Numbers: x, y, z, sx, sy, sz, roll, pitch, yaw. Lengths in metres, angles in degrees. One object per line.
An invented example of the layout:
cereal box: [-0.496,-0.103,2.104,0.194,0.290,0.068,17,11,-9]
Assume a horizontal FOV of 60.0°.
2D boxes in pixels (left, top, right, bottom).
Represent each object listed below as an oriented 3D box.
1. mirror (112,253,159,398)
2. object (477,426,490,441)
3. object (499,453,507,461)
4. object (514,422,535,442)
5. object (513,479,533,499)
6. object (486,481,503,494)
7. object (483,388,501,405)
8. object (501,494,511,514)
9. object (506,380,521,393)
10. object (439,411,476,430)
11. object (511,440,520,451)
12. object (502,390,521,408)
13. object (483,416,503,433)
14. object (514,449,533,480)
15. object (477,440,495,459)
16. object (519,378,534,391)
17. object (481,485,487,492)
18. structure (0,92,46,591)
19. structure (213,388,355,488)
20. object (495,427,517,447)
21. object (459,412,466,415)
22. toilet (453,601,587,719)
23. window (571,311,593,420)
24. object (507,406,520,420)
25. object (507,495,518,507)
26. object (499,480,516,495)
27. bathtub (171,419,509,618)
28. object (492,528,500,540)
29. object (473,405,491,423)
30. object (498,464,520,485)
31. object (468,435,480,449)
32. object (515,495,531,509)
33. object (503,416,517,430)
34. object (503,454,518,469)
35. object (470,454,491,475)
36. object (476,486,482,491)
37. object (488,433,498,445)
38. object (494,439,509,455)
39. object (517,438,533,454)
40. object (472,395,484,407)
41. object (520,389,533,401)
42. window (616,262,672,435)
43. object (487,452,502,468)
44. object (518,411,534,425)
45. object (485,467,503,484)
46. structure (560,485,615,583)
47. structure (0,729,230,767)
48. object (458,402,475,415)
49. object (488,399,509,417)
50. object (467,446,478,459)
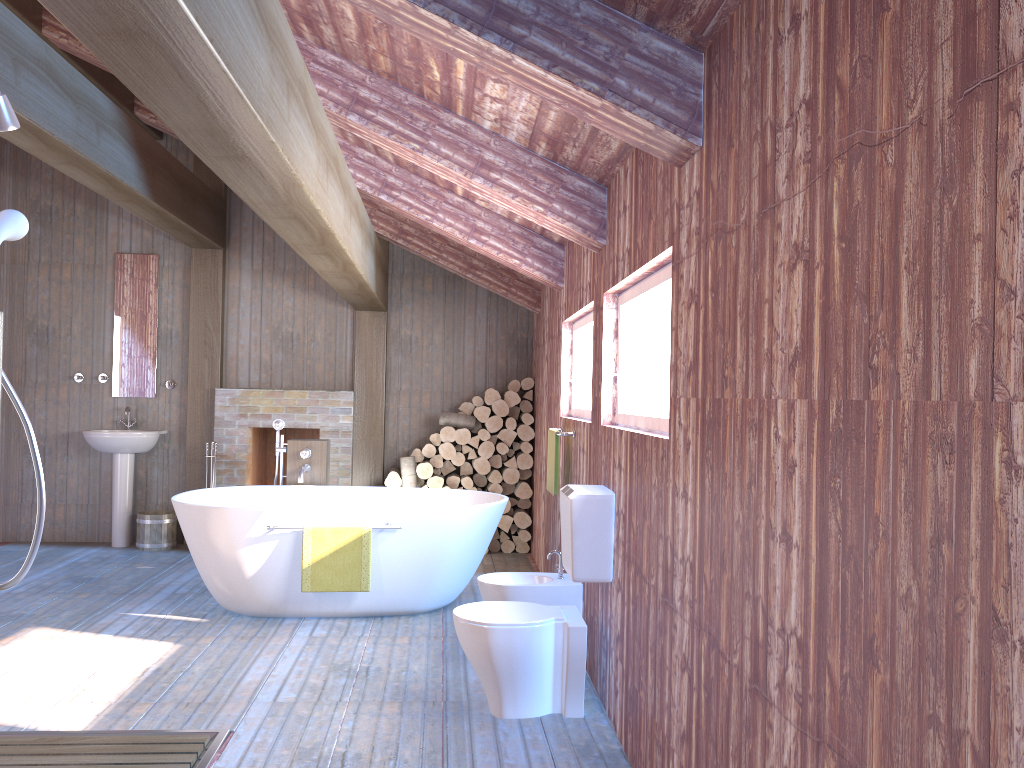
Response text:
mirror: [-3.138,-0.488,7.395,0.350,1.199,0.009,1,-1,-4]
object: [-0.239,0.409,7.357,0.102,0.109,0.438,1,-1,-4]
object: [-0.078,0.603,7.357,0.065,0.069,0.177,1,-1,-5]
object: [0.098,0.395,7.390,0.147,0.152,0.439,1,-1,-4]
object: [0.074,0.866,7.400,0.139,0.137,0.455,1,-1,-6]
object: [-0.150,0.862,7.332,0.116,0.117,0.289,1,-1,-7]
object: [-0.167,0.105,7.389,0.135,0.139,0.456,1,-1,-3]
object: [-0.093,0.980,7.371,0.138,0.147,0.440,1,-1,-4]
object: [0.011,0.026,7.420,0.104,0.121,0.270,1,-1,-3]
object: [-0.446,0.298,7.243,0.302,0.157,0.121,1,-1,-3]
object: [0.039,0.514,7.425,0.088,0.092,0.280,1,-1,-3]
object: [-0.009,0.124,7.402,0.133,0.142,0.456,1,-1,-3]
object: [-0.159,0.333,7.368,0.143,0.151,0.440,1,-1,-4]
object: [0.089,0.680,7.392,0.137,0.256,0.439,1,-1,-4]
object: [-0.219,0.538,7.360,0.136,0.157,0.439,1,-1,-3]
object: [0.118,0.005,7.430,0.112,0.113,0.271,1,-1,-4]
object: [-0.244,0.916,7.351,0.115,0.112,0.423,1,-1,-4]
structure: [-1.436,0.195,2.284,0.328,2.209,0.522,1,-1,16]
structure: [-1.896,0.708,7.405,1.130,1.330,0.226,1,-1,-5]
object: [-0.056,0.440,7.403,0.172,0.151,0.482,1,-1,-3]
object: [-0.435,0.296,7.442,0.113,0.130,0.291,1,-1,-3]
toilet: [0.018,1.141,3.670,0.534,0.400,0.375,1,-1,-3]
window: [0.432,-0.096,4.835,0.054,0.587,1.255,1,-1,-3]
object: [-0.003,0.241,7.482,0.132,0.119,0.319,1,-1,-3]
object: [0.004,0.979,7.421,0.088,0.092,0.280,1,-1,-5]
object: [-0.047,0.866,7.469,0.118,0.106,0.319,1,-1,-7]
bathtub: [-1.043,0.793,5.395,1.935,1.109,1.460,1,-1,18]
object: [-0.175,1.217,7.454,0.125,0.132,0.320,1,-1,-6]
object: [-0.256,0.241,7.379,0.139,0.148,0.458,1,-1,-4]
object: [-0.027,0.748,7.380,0.137,0.133,0.437,1,-1,-6]
object: [-0.329,0.478,7.349,0.109,0.124,0.424,1,-1,-5]
object: [0.085,0.973,7.433,0.114,0.113,0.301,1,-1,-7]
object: [-0.019,0.323,7.377,0.089,0.106,0.437,1,-1,-3]
object: [-0.023,0.631,7.374,0.115,0.112,0.423,1,-1,-4]
object: [-0.265,0.661,7.355,0.141,0.143,0.437,1,-1,-6]
object: [-0.272,0.880,7.337,0.054,0.056,0.146,1,-1,-4]
object: [-0.164,0.458,7.344,0.095,0.090,0.278,1,-1,-3]
object: [-0.091,0.519,7.368,0.102,0.109,0.438,1,-1,-4]
object: [0.104,0.514,7.385,0.102,0.109,0.438,1,-1,-4]
object: [-0.284,0.142,7.350,0.094,0.097,0.227,1,-1,-3]
object: [0.119,0.091,7.444,0.081,0.100,0.281,1,-1,-4]
window: [0.527,-0.116,3.292,0.054,0.587,1.255,1,-1,-3]
object: [-0.148,0.627,7.350,0.111,0.118,0.302,1,-1,-5]
object: [0.113,0.282,7.389,0.102,0.109,0.438,1,-1,-4]
object: [-0.150,0.755,7.338,0.114,0.113,0.301,1,-1,-7]
structure: [0.305,0.613,3.693,0.182,0.363,0.358,1,-1,-3]
structure: [-1.521,1.315,2.808,1.000,0.067,1.000,1,-1,-5]
object: [-0.380,0.212,7.449,0.140,0.121,0.319,1,-1,-3]
object: [-0.116,0.197,7.373,0.141,0.143,0.437,1,-1,-6]
object: [-0.327,0.568,7.355,0.085,0.096,0.280,1,-1,-3]
